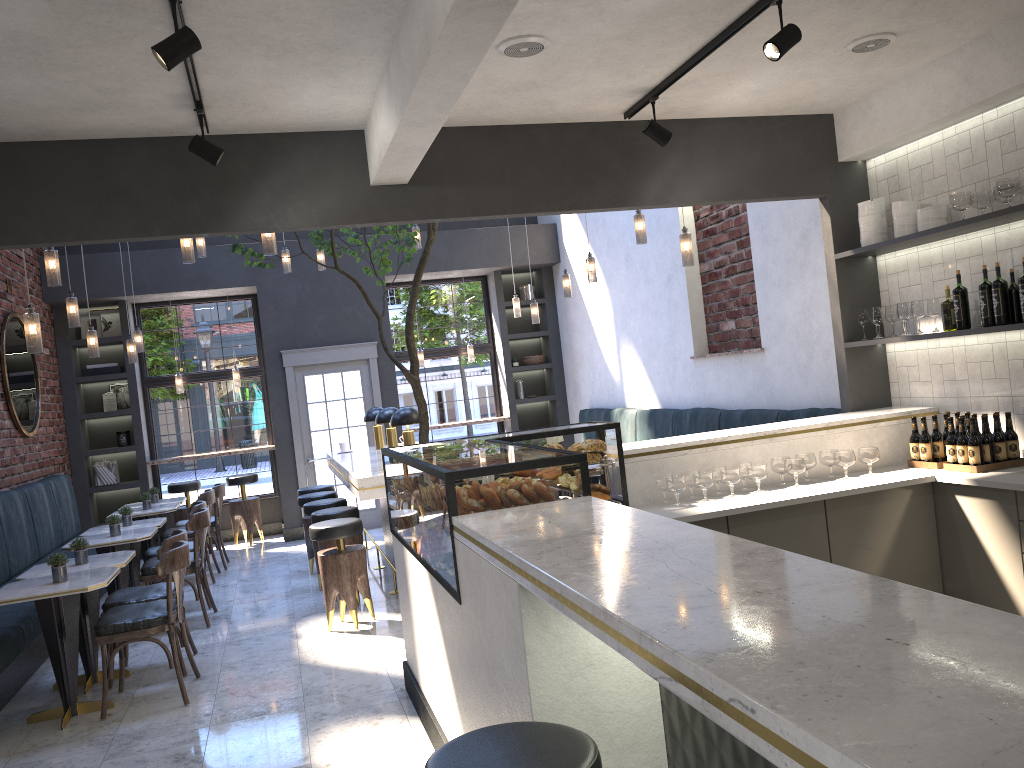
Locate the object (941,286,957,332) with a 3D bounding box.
[{"bbox_3d":[2.497,-0.445,4.316,0.082,0.294,1.100,-7,0,-15],"label":"object"}]

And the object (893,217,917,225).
[{"bbox_3d":[2.279,-0.922,5.102,0.153,0.062,0.153,-6,0,14],"label":"object"}]

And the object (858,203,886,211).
[{"bbox_3d":[2.148,-1.036,5.289,0.153,0.067,0.153,-6,0,31],"label":"object"}]

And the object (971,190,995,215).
[{"bbox_3d":[2.447,-0.922,4.609,0.114,0.147,0.114,-7,1,-11],"label":"object"}]

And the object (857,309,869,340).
[{"bbox_3d":[2.149,-0.363,5.418,0.070,0.188,0.070,-7,1,-24],"label":"object"}]

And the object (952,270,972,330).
[{"bbox_3d":[2.395,-0.448,4.730,0.072,0.319,0.072,-7,1,-31],"label":"object"}]

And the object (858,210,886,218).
[{"bbox_3d":[2.149,-1.006,5.290,0.154,0.076,0.153,-6,0,6],"label":"object"}]

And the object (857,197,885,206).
[{"bbox_3d":[2.142,-1.067,5.287,0.153,0.070,0.153,-6,0,31],"label":"object"}]

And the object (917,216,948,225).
[{"bbox_3d":[2.332,-0.896,4.916,0.153,0.074,0.154,-7,0,-12],"label":"object"}]

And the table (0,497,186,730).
[{"bbox_3d":[-1.136,1.310,7.500,4.598,0.751,4.831,-7,0,-15],"label":"table"}]

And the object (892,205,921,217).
[{"bbox_3d":[2.269,-0.983,5.098,0.153,0.060,0.153,-7,0,-33],"label":"object"}]

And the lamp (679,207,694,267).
[{"bbox_3d":[0.957,-2.833,5.933,0.078,4.105,0.078,-7,1,-30],"label":"lamp"}]

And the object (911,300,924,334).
[{"bbox_3d":[2.273,-0.374,4.962,0.070,0.188,0.070,-6,1,-1],"label":"object"}]

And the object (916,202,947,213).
[{"bbox_3d":[2.324,-0.958,4.913,0.153,0.075,0.154,-6,1,42],"label":"object"}]

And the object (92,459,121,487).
[{"bbox_3d":[-4.731,1.018,10.336,0.250,0.323,0.241,-7,1,-15],"label":"object"}]

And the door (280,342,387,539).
[{"bbox_3d":[-2.044,0.658,10.536,1.131,2.219,0.152,-7,1,-15],"label":"door"}]

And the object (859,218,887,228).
[{"bbox_3d":[2.156,-0.941,5.295,0.153,0.075,0.154,-6,1,42],"label":"object"}]

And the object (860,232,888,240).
[{"bbox_3d":[2.164,-0.879,5.298,0.153,0.074,0.154,-7,0,-12],"label":"object"}]

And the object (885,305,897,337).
[{"bbox_3d":[2.285,-0.378,5.333,0.070,0.188,0.070,-7,1,-24],"label":"object"}]

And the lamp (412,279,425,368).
[{"bbox_3d":[-1.231,-0.922,11.327,0.078,1.429,0.078,-6,1,37],"label":"lamp"}]

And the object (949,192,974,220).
[{"bbox_3d":[2.321,-0.907,4.575,0.114,0.147,0.114,-7,1,-11],"label":"object"}]

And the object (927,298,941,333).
[{"bbox_3d":[2.378,-0.386,4.991,0.070,0.188,0.070,-6,1,-1],"label":"object"}]

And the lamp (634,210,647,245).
[{"bbox_3d":[0.742,-3.089,6.604,0.078,4.105,0.078,-7,1,-30],"label":"lamp"}]

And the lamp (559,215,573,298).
[{"bbox_3d":[0.300,-2.854,8.312,0.078,4.105,0.078,-6,1,37],"label":"lamp"}]

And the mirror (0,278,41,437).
[{"bbox_3d":[-4.201,-0.290,6.690,0.036,1.510,4.774,-7,0,-15],"label":"mirror"}]

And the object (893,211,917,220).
[{"bbox_3d":[2.273,-0.953,5.100,0.153,0.075,0.154,-6,1,42],"label":"object"}]

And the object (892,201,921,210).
[{"bbox_3d":[2.267,-1.018,5.095,0.154,0.076,0.153,-6,0,6],"label":"object"}]

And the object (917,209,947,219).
[{"bbox_3d":[2.330,-0.926,4.914,0.153,0.062,0.153,-6,0,14],"label":"object"}]

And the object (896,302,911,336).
[{"bbox_3d":[2.242,-0.371,5.076,0.070,0.188,0.070,-7,1,-24],"label":"object"}]

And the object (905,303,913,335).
[{"bbox_3d":[2.316,-0.381,5.219,0.070,0.188,0.070,-7,1,-24],"label":"object"}]

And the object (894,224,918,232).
[{"bbox_3d":[2.282,-0.892,5.103,0.153,0.074,0.154,-7,0,-12],"label":"object"}]

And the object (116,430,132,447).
[{"bbox_3d":[-4.543,0.640,10.378,0.152,0.181,0.152,-6,1,23],"label":"object"}]

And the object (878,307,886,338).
[{"bbox_3d":[2.254,-0.375,5.447,0.070,0.188,0.070,-7,1,-24],"label":"object"}]

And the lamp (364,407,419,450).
[{"bbox_3d":[-0.868,-1.021,4.036,4.180,3.257,8.839,-7,0,-32],"label":"lamp"}]

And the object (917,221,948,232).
[{"bbox_3d":[2.334,-0.861,4.918,0.153,0.055,0.153,-6,0,37],"label":"object"}]

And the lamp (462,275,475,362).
[{"bbox_3d":[-0.601,-0.994,11.499,0.078,1.429,0.078,-6,1,15],"label":"lamp"}]

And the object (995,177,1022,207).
[{"bbox_3d":[2.400,-0.915,4.283,0.114,0.147,0.114,-7,1,-11],"label":"object"}]

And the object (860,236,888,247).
[{"bbox_3d":[2.165,-0.844,5.301,0.153,0.055,0.153,-6,0,37],"label":"object"}]

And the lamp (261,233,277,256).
[{"bbox_3d":[-1.647,-2.799,5.170,0.078,4.105,0.078,-6,1,15],"label":"lamp"}]

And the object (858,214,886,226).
[{"bbox_3d":[2.151,-0.970,5.293,0.153,0.060,0.153,-7,0,-33],"label":"object"}]

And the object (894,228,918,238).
[{"bbox_3d":[2.283,-0.856,5.105,0.153,0.055,0.153,-6,0,37],"label":"object"}]

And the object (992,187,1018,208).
[{"bbox_3d":[2.487,-0.925,4.463,0.114,0.147,0.114,-7,1,-11],"label":"object"}]

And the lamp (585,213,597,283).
[{"bbox_3d":[0.471,-2.918,7.662,0.078,4.105,0.078,-6,1,37],"label":"lamp"}]

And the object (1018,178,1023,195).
[{"bbox_3d":[2.526,-0.929,4.318,0.114,0.147,0.114,-7,1,-11],"label":"object"}]

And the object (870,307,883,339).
[{"bbox_3d":[2.180,-0.366,5.304,0.070,0.188,0.070,-7,1,-24],"label":"object"}]

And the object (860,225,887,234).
[{"bbox_3d":[2.162,-0.909,5.297,0.153,0.062,0.153,-6,0,14],"label":"object"}]
